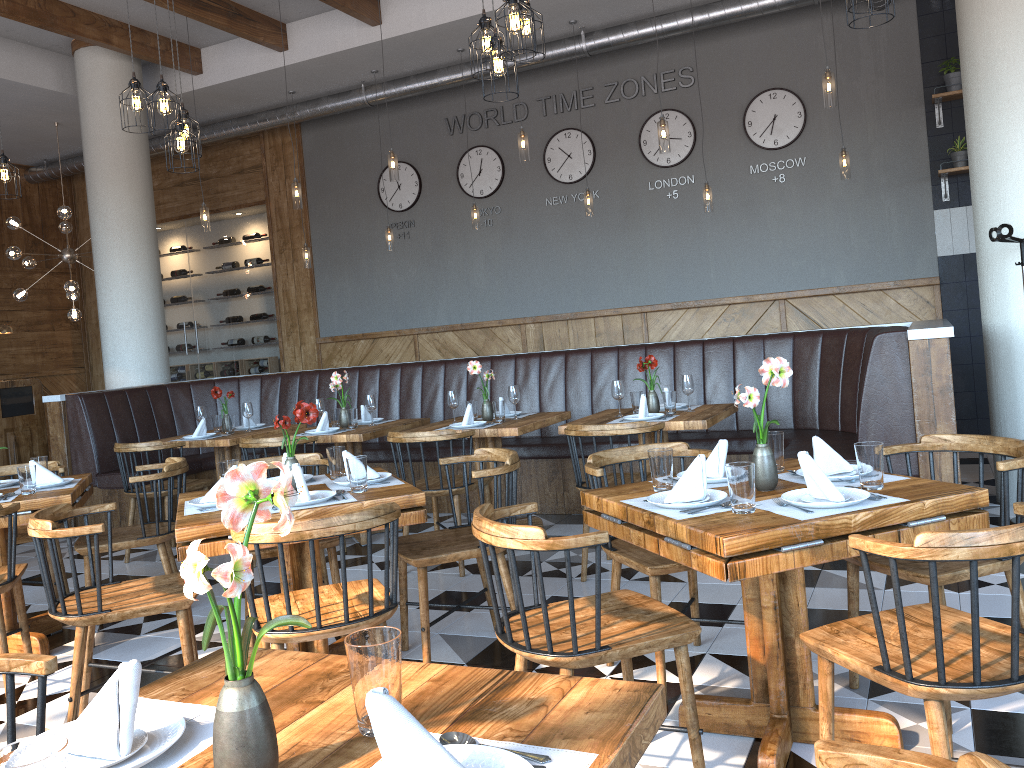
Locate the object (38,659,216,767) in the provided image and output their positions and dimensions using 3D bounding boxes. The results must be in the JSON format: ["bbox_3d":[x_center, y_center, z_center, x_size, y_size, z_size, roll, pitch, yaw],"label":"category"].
[{"bbox_3d":[-0.576,0.451,1.234,0.271,0.137,0.353,-4,3,26],"label":"object"}]

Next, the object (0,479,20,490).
[{"bbox_3d":[-2.628,0.458,4.503,0.352,0.137,0.272,-6,3,-19],"label":"object"}]

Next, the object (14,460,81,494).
[{"bbox_3d":[-2.285,0.435,4.347,0.272,0.137,0.352,-6,3,-19],"label":"object"}]

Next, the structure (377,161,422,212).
[{"bbox_3d":[-1.258,-2.204,9.902,0.560,0.560,0.046,-4,1,25],"label":"structure"}]

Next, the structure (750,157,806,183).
[{"bbox_3d":[2.461,-1.954,8.177,0.497,0.199,0.021,-4,1,25],"label":"structure"}]

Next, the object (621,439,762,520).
[{"bbox_3d":[0.613,0.262,2.754,0.578,0.137,0.582,-6,3,-20],"label":"object"}]

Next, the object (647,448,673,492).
[{"bbox_3d":[0.476,0.274,2.813,0.080,0.132,0.080,-5,1,-10],"label":"object"}]

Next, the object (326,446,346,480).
[{"bbox_3d":[-0.738,0.333,3.736,0.080,0.132,0.080,-4,2,30],"label":"object"}]

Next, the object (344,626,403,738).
[{"bbox_3d":[-0.189,0.418,1.243,0.080,0.132,0.080,-5,1,10],"label":"object"}]

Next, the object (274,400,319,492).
[{"bbox_3d":[-0.828,0.244,3.454,0.171,0.355,0.156,-5,1,-9],"label":"object"}]

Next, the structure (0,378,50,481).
[{"bbox_3d":[-4.416,0.637,7.525,1.044,1.299,0.647,-4,1,25],"label":"structure"}]

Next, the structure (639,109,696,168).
[{"bbox_3d":[1.504,-2.380,8.591,0.560,0.560,0.046,-4,1,25],"label":"structure"}]

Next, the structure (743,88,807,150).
[{"bbox_3d":[2.417,-2.438,8.158,0.560,0.560,0.046,-4,1,25],"label":"structure"}]

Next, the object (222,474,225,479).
[{"bbox_3d":[-0.990,0.386,3.170,0.080,0.132,0.080,-4,2,30],"label":"object"}]

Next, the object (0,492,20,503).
[{"bbox_3d":[-2.443,0.468,4.003,0.352,0.137,0.272,-6,3,-19],"label":"object"}]

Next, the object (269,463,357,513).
[{"bbox_3d":[-0.764,0.361,3.209,0.352,0.137,0.272,-6,3,-19],"label":"object"}]

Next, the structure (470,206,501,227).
[{"bbox_3d":[-0.277,-1.780,9.476,0.368,0.199,0.021,-4,1,25],"label":"structure"}]

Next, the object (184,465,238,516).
[{"bbox_3d":[-1.107,0.383,3.365,0.272,0.137,0.352,-6,3,-19],"label":"object"}]

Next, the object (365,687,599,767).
[{"bbox_3d":[-0.093,0.420,1.011,0.271,0.137,0.353,-4,3,26],"label":"object"}]

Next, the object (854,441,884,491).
[{"bbox_3d":[1.035,0.237,2.560,0.080,0.132,0.080,-5,1,0],"label":"object"}]

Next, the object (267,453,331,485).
[{"bbox_3d":[-0.949,0.350,3.709,0.352,0.137,0.272,-6,3,-19],"label":"object"}]

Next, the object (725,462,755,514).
[{"bbox_3d":[0.623,0.283,2.404,0.080,0.132,0.080,-5,1,0],"label":"object"}]

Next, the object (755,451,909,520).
[{"bbox_3d":[0.851,0.258,2.439,0.352,0.137,0.272,-6,3,-19],"label":"object"}]

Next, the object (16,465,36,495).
[{"bbox_3d":[-2.253,0.447,4.121,0.080,0.132,0.080,-4,2,40],"label":"object"}]

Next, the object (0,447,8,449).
[{"bbox_3d":[-2.530,0.330,4.265,0.206,0.400,0.146,-4,1,37],"label":"object"}]

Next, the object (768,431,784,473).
[{"bbox_3d":[0.876,0.230,2.970,0.080,0.132,0.080,-5,1,-10],"label":"object"}]

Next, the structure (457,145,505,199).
[{"bbox_3d":[-0.337,-2.263,9.465,0.560,0.560,0.046,-4,1,25],"label":"structure"}]

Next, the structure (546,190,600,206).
[{"bbox_3d":[0.620,-1.897,9.047,0.582,0.080,0.021,-4,1,25],"label":"structure"}]

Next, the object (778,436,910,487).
[{"bbox_3d":[1.009,0.225,2.783,0.272,0.137,0.352,-6,3,-19],"label":"object"}]

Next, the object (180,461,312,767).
[{"bbox_3d":[-0.322,0.303,1.107,0.146,0.400,0.206,-5,1,-11],"label":"object"}]

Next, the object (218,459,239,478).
[{"bbox_3d":[-1.138,0.377,3.579,0.080,0.132,0.080,-4,2,30],"label":"object"}]

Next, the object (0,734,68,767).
[{"bbox_3d":[-0.519,0.463,0.961,0.080,0.132,0.080,-5,1,10],"label":"object"}]

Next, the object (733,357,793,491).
[{"bbox_3d":[0.768,0.121,2.665,0.146,0.400,0.207,-4,1,45],"label":"object"}]

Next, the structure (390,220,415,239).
[{"bbox_3d":[-1.219,-1.720,9.923,0.305,0.197,0.021,-4,1,25],"label":"structure"}]

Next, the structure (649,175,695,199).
[{"bbox_3d":[1.555,-1.897,8.607,0.442,0.199,0.021,-4,1,25],"label":"structure"}]

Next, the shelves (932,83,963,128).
[{"bbox_3d":[3.968,-2.358,7.304,0.903,0.297,0.248,-4,2,25],"label":"shelves"}]

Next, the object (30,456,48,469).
[{"bbox_3d":[-2.413,0.439,4.531,0.080,0.132,0.080,-4,2,40],"label":"object"}]

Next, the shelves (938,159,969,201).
[{"bbox_3d":[4.024,-1.731,7.312,0.903,0.297,0.248,-4,2,25],"label":"shelves"}]

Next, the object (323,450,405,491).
[{"bbox_3d":[-0.605,0.328,3.553,0.272,0.137,0.352,-6,3,-19],"label":"object"}]

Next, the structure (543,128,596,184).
[{"bbox_3d":[0.584,-2.321,9.028,0.560,0.560,0.046,-4,1,25],"label":"structure"}]

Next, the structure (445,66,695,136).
[{"bbox_3d":[0.511,-2.865,9.040,2.725,0.199,0.033,-4,1,25],"label":"structure"}]

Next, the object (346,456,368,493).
[{"bbox_3d":[-0.578,0.340,3.326,0.080,0.132,0.080,-4,2,40],"label":"object"}]
